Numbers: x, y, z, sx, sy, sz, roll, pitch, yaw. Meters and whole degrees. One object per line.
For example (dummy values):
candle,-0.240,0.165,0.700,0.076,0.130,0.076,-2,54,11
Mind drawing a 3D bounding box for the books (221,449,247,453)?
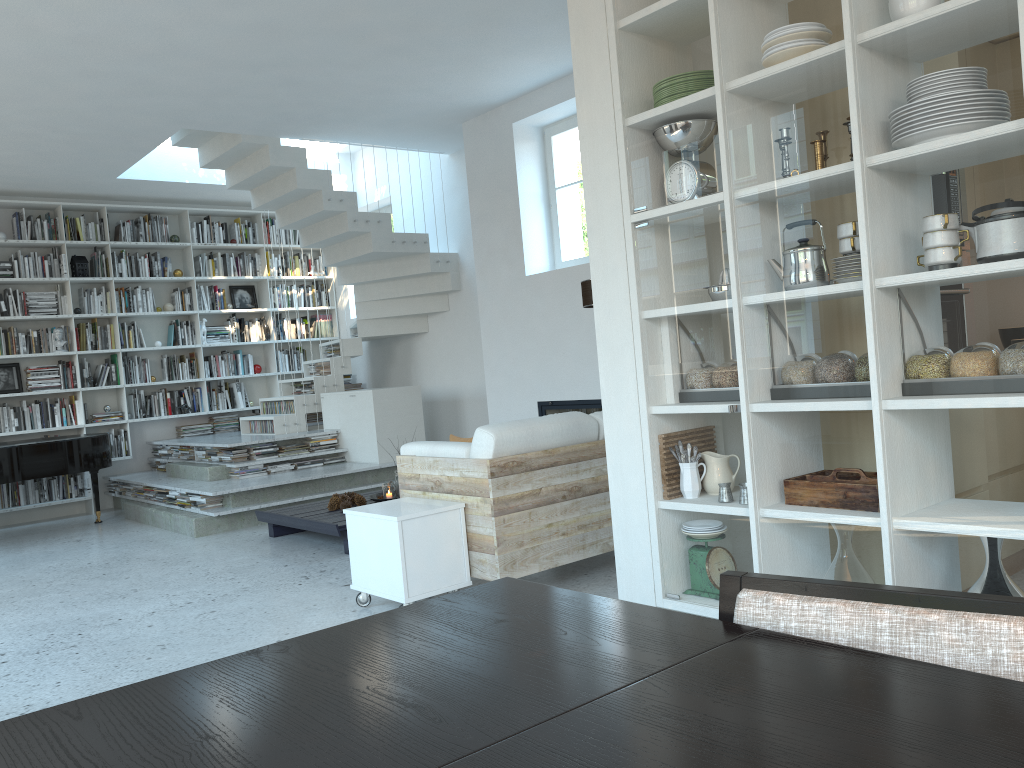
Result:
books,-2.516,0.605,8.035,0.149,0.014,0.228,-6,2,-41

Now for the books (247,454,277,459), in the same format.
books,-2.284,0.661,8.103,0.227,0.013,0.148,-6,2,-41

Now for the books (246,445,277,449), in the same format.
books,-2.286,0.571,8.093,0.228,0.009,0.159,-6,2,-43

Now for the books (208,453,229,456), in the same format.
books,-2.699,0.645,8.242,0.177,0.026,0.230,-6,2,-39

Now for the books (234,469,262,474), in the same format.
books,-2.348,0.776,7.875,0.210,0.012,0.168,-6,2,-35

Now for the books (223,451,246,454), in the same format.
books,-2.512,0.616,8.038,0.132,0.009,0.269,-6,2,-35

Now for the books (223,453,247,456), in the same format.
books,-2.507,0.637,8.042,0.137,0.012,0.242,-6,2,-38

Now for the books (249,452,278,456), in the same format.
books,-2.275,0.635,8.088,0.215,0.013,0.189,-6,2,-40

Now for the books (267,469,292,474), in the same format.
books,-2.133,0.793,8.065,0.207,0.015,0.152,-6,2,-41

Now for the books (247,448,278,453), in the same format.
books,-2.273,0.600,8.081,0.230,0.015,0.190,-6,2,-34

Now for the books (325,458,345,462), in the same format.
books,-1.716,0.720,8.417,0.225,0.007,0.133,-6,2,-35

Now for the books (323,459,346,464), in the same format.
books,-1.713,0.731,8.415,0.234,0.017,0.151,-6,2,-38

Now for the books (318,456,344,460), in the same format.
books,-1.722,0.699,8.420,0.215,0.007,0.130,-6,2,-37

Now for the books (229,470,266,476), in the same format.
books,-2.351,0.790,7.881,0.285,0.008,0.159,-6,2,-41

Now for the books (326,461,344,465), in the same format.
books,-1.710,0.745,8.414,0.179,0.010,0.160,-6,2,-39

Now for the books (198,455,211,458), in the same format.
books,-2.888,0.685,8.481,0.167,0.024,0.192,-6,2,-38

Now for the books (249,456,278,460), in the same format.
books,-2.274,0.674,8.093,0.216,0.015,0.177,-6,2,-41

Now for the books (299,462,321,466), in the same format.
books,-1.923,0.741,8.251,0.272,0.009,0.129,-6,2,-36

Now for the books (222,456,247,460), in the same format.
books,-2.513,0.670,8.036,0.152,0.015,0.208,-6,2,-42

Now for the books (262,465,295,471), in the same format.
books,-2.134,0.761,8.061,0.272,0.012,0.158,-6,2,-41

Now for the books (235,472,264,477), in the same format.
books,-2.350,0.798,7.881,0.264,0.006,0.164,-6,2,-38

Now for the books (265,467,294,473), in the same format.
books,-2.126,0.776,8.053,0.232,0.019,0.169,-6,2,-44

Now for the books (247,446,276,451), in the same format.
books,-2.290,0.585,8.100,0.220,0.018,0.154,-6,2,-38

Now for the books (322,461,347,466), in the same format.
books,-1.707,0.753,8.410,0.261,0.006,0.151,-6,2,-43

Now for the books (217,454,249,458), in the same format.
books,-2.525,0.651,8.027,0.184,0.014,0.297,-6,2,-40

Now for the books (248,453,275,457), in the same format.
books,-2.289,0.649,8.107,0.207,0.012,0.131,-6,2,-43

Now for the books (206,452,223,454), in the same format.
books,-2.704,0.628,8.238,0.187,0.009,0.250,-6,2,-39

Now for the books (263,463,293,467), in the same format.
books,-2.140,0.735,8.064,0.242,0.005,0.152,-6,2,-38

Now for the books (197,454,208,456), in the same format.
books,-2.898,0.666,8.474,0.177,0.015,0.187,-6,2,-34

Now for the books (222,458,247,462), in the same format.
books,-2.516,0.685,8.032,0.161,0.014,0.212,-6,2,-35

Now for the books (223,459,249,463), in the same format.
books,-2.503,0.695,8.043,0.144,0.009,0.249,-6,2,-39

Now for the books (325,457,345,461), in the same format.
books,-1.721,0.709,8.421,0.228,0.014,0.133,-6,2,-40

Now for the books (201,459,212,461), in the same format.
books,-2.878,0.717,8.488,0.131,0.016,0.262,-6,2,-34

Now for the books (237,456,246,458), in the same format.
books,-2.508,0.659,8.040,0.134,0.006,0.227,-6,2,-35

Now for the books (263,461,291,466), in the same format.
books,-2.142,0.726,8.066,0.220,0.013,0.149,-6,2,-40

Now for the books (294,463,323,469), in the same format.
books,-1.906,0.759,8.233,0.250,0.018,0.177,-6,2,-36

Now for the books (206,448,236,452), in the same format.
books,-2.704,0.612,8.239,0.168,0.013,0.281,-6,2,-42

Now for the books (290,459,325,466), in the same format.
books,-1.907,0.727,8.230,0.287,0.018,0.190,-6,2,-40

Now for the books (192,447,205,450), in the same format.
books,-2.910,0.607,8.466,0.192,0.014,0.256,-6,2,-43

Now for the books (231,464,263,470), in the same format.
books,-2.353,0.735,7.876,0.233,0.025,0.157,-6,2,-44

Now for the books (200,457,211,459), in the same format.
books,-2.873,0.702,8.493,0.135,0.013,0.258,-6,2,-39

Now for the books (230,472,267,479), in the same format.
books,-2.336,0.811,7.866,0.262,0.023,0.200,-6,2,-41

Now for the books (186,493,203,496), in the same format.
books,-2.514,0.887,7.246,0.192,0.014,0.256,-6,2,-43

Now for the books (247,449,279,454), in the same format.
books,-2.285,0.613,8.098,0.260,0.009,0.153,-6,2,-36

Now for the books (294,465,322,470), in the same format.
books,-1.918,0.773,8.250,0.249,0.009,0.144,-6,2,-40

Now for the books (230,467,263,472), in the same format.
books,-2.361,0.753,7.887,0.257,0.010,0.132,-6,2,-35

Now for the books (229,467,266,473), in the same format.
books,-2.352,0.764,7.878,0.292,0.012,0.159,-6,2,-36

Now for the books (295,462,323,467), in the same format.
books,-1.911,0.747,8.238,0.254,0.005,0.161,-6,2,-43

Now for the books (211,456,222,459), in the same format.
books,-2.690,0.672,8.249,0.155,0.028,0.189,-6,2,-38

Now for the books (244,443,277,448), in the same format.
books,-2.300,0.560,8.109,0.260,0.016,0.128,-6,2,-40

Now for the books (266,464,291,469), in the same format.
books,-2.142,0.746,8.069,0.210,0.018,0.134,-6,2,-36

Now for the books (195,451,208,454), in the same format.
books,-2.896,0.644,8.476,0.174,0.029,0.250,-6,2,-41

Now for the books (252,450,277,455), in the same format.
books,-2.283,0.623,8.096,0.210,0.012,0.168,-6,2,-38

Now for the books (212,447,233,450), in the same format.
books,-2.705,0.594,8.239,0.170,0.008,0.208,-6,2,-36

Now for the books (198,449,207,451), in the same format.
books,-2.890,0.620,8.482,0.145,0.017,0.208,-6,2,-44

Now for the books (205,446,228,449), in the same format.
books,-2.717,0.581,8.230,0.189,0.022,0.237,-6,2,-34

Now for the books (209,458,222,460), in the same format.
books,-2.692,0.690,8.246,0.154,0.007,0.292,-6,2,-36

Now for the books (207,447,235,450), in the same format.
books,-2.704,0.602,8.240,0.171,0.007,0.260,-6,2,-41

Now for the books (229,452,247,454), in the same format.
books,-2.491,0.623,8.055,0.090,0.011,0.190,-6,2,-41

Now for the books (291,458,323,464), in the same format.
books,-1.920,0.715,8.232,0.274,0.009,0.176,-6,2,-39
